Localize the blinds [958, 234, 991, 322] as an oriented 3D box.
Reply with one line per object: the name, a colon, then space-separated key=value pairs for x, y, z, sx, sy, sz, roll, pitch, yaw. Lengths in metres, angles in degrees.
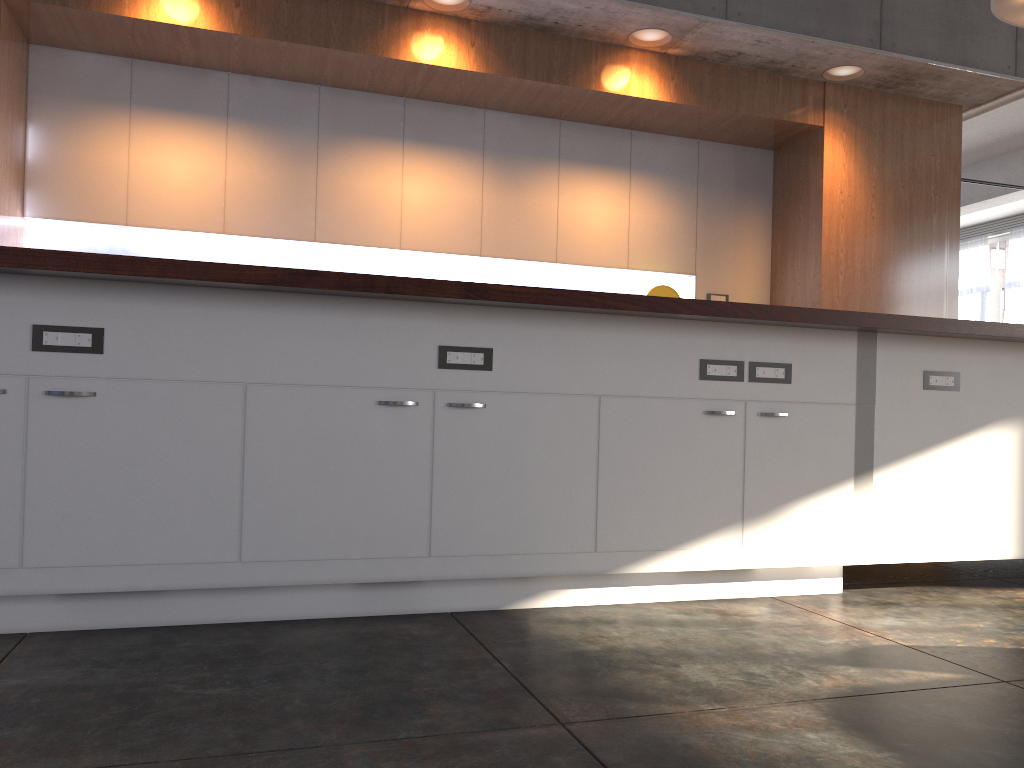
blinds: x=7.653 y=-0.849 z=14.982 sx=0.344 sy=3.696 sz=1.021 roll=2 pitch=-1 yaw=-20

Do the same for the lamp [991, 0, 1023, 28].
lamp: x=2.900 y=-1.901 z=4.317 sx=0.990 sy=0.130 sz=1.099 roll=1 pitch=-2 yaw=28

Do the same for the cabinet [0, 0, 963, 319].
cabinet: x=-1.278 y=-0.692 z=5.633 sx=8.213 sy=2.562 sz=2.349 roll=2 pitch=-1 yaw=-19

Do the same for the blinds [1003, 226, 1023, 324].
blinds: x=8.009 y=-0.867 z=13.862 sx=0.319 sy=3.712 sz=1.011 roll=2 pitch=-1 yaw=-18

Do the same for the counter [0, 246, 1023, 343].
counter: x=0.273 y=0.235 z=3.203 sx=6.743 sy=0.971 sz=1.127 roll=2 pitch=-2 yaw=-19

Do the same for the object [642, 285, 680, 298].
object: x=0.933 y=-0.423 z=5.535 sx=0.278 sy=0.381 sz=0.098 roll=2 pitch=-1 yaw=-19

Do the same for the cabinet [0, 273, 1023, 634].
cabinet: x=0.862 y=0.287 z=3.393 sx=5.722 sy=0.930 sz=0.910 roll=2 pitch=-1 yaw=-19
